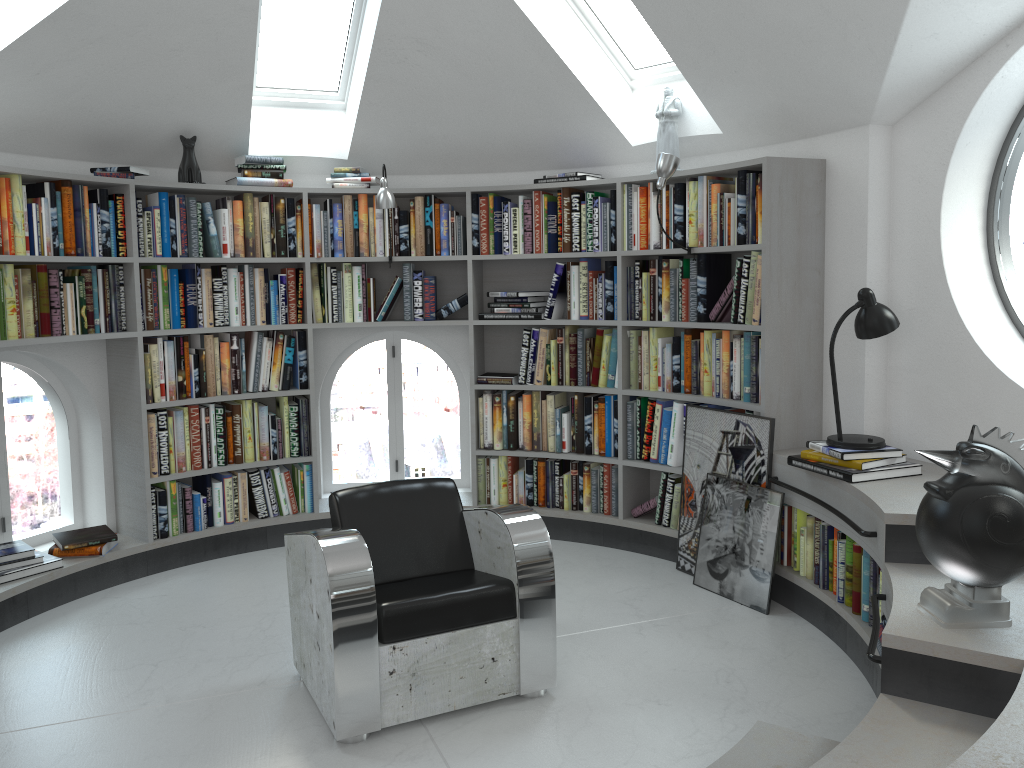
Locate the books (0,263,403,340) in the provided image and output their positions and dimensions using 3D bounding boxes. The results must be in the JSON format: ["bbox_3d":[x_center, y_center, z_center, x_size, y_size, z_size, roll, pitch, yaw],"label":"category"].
[{"bbox_3d":[-1.708,-0.457,4.723,2.532,0.370,0.591,-7,8,-40],"label":"books"}]

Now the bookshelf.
[{"bbox_3d":[-0.903,-0.106,4.446,4.335,1.875,2.113,-3,6,-21],"label":"bookshelf"}]

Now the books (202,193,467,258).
[{"bbox_3d":[-1.020,-0.919,5.179,1.566,0.366,0.395,-3,6,-15],"label":"books"}]

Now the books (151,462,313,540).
[{"bbox_3d":[-1.613,0.631,5.051,1.020,0.305,0.288,-6,7,-36],"label":"books"}]

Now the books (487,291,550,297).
[{"bbox_3d":[0.043,-0.538,5.301,0.269,0.031,0.286,-7,9,-41],"label":"books"}]

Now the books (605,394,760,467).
[{"bbox_3d":[0.977,0.262,4.687,0.304,0.358,1.185,-6,8,-40],"label":"books"}]

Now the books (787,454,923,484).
[{"bbox_3d":[1.431,0.341,3.723,0.366,0.042,0.389,-4,7,-21],"label":"books"}]

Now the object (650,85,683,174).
[{"bbox_3d":[0.822,-1.341,4.688,0.179,0.471,0.179,-2,5,-12],"label":"object"}]

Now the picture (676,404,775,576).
[{"bbox_3d":[1.032,0.559,4.344,0.090,0.861,0.579,-4,6,-31],"label":"picture"}]

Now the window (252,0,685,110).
[{"bbox_3d":[-0.933,-1.866,4.294,4.057,0.711,1.937,-4,7,-21],"label":"window"}]

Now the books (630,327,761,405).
[{"bbox_3d":[1.025,-0.113,4.608,0.276,0.347,1.022,-5,8,-36],"label":"books"}]

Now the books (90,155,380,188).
[{"bbox_3d":[-1.874,-1.113,4.387,0.748,0.173,2.820,4,9,39],"label":"books"}]

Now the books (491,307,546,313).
[{"bbox_3d":[0.045,-0.445,5.309,0.286,0.031,0.270,1,7,14],"label":"books"}]

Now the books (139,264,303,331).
[{"bbox_3d":[-1.655,-0.496,4.991,1.029,0.358,0.301,-6,7,-35],"label":"books"}]

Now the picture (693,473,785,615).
[{"bbox_3d":[1.058,0.739,4.175,0.107,0.554,0.490,-4,6,-30],"label":"picture"}]

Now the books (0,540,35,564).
[{"bbox_3d":[-2.420,0.804,4.219,0.214,0.036,0.227,-7,9,-44],"label":"books"}]

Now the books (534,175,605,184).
[{"bbox_3d":[0.350,-1.165,5.126,0.336,0.036,0.317,3,8,31],"label":"books"}]

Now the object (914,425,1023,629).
[{"bbox_3d":[1.335,0.395,2.542,0.321,0.561,0.320,4,7,42],"label":"object"}]

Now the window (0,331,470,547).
[{"bbox_3d":[-1.683,0.256,5.093,3.235,1.148,0.618,-6,7,-35],"label":"window"}]

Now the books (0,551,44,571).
[{"bbox_3d":[-2.420,0.835,4.221,0.269,0.031,0.286,-7,9,-44],"label":"books"}]

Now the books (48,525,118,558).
[{"bbox_3d":[-2.169,0.806,4.502,0.318,0.099,0.292,-3,7,-19],"label":"books"}]

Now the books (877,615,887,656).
[{"bbox_3d":[1.272,0.917,2.748,0.240,0.167,0.667,1,7,20],"label":"books"}]

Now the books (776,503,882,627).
[{"bbox_3d":[1.411,0.739,3.677,0.272,0.297,1.150,-2,7,-7],"label":"books"}]

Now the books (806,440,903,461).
[{"bbox_3d":[1.430,0.272,3.717,0.269,0.031,0.286,-2,7,-11],"label":"books"}]

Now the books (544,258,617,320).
[{"bbox_3d":[0.463,-0.546,5.093,0.553,0.350,0.256,2,6,25],"label":"books"}]

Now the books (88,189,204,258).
[{"bbox_3d":[-1.971,-0.834,4.682,0.683,0.345,0.265,-7,8,-44],"label":"books"}]

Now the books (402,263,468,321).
[{"bbox_3d":[-0.443,-0.552,5.315,0.399,0.340,0.225,-1,6,-1],"label":"books"}]

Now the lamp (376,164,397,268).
[{"bbox_3d":[-0.722,-0.939,5.005,0.113,0.565,0.358,-2,6,-14],"label":"lamp"}]

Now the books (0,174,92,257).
[{"bbox_3d":[-2.329,-0.772,4.104,0.269,0.372,0.795,1,7,22],"label":"books"}]

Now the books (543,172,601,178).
[{"bbox_3d":[0.349,-1.194,5.124,0.248,0.027,0.233,5,9,41],"label":"books"}]

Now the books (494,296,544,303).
[{"bbox_3d":[0.044,-0.506,5.303,0.227,0.036,0.214,3,8,29],"label":"books"}]

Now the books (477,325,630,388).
[{"bbox_3d":[0.277,-0.169,5.174,0.974,0.351,0.252,2,6,21],"label":"books"}]

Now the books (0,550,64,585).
[{"bbox_3d":[-2.419,0.869,4.224,0.388,0.042,0.366,4,8,35],"label":"books"}]

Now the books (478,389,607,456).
[{"bbox_3d":[0.208,0.207,5.248,0.872,0.350,0.273,1,6,20],"label":"books"}]

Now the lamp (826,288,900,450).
[{"bbox_3d":[1.460,-0.071,3.694,0.322,0.658,0.234,-1,5,-6],"label":"lamp"}]

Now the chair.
[{"bbox_3d":[-0.368,0.778,3.353,0.823,0.717,0.742,-4,7,-26],"label":"chair"}]

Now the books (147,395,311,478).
[{"bbox_3d":[-1.608,0.268,5.033,1.033,0.356,0.293,-6,7,-36],"label":"books"}]

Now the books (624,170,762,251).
[{"bbox_3d":[0.997,-0.878,4.552,0.293,0.361,1.015,-5,8,-38],"label":"books"}]

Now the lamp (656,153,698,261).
[{"bbox_3d":[0.835,-0.875,4.402,0.275,0.524,0.112,-4,6,-30],"label":"lamp"}]

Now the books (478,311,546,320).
[{"bbox_3d":[0.045,-0.412,5.311,0.388,0.042,0.366,1,7,19],"label":"books"}]

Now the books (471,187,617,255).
[{"bbox_3d":[0.206,-0.937,5.144,0.969,0.366,0.306,2,6,22],"label":"books"}]

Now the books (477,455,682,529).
[{"bbox_3d":[0.453,0.584,5.122,1.498,0.310,0.360,3,7,31],"label":"books"}]

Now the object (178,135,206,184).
[{"bbox_3d":[-1.740,-1.208,4.815,0.147,0.264,0.202,-3,6,-24],"label":"object"}]

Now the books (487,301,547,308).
[{"bbox_3d":[0.044,-0.475,5.306,0.286,0.031,0.270,3,8,29],"label":"books"}]

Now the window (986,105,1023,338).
[{"bbox_3d":[2.357,-0.635,3.159,0.104,1.466,1.474,-3,6,-21],"label":"window"}]

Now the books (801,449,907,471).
[{"bbox_3d":[1.431,0.305,3.720,0.286,0.034,0.305,-5,8,-31],"label":"books"}]

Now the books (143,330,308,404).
[{"bbox_3d":[-1.625,-0.115,4.990,0.999,0.350,0.298,-6,8,-37],"label":"books"}]

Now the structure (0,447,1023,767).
[{"bbox_3d":[-0.394,0.798,3.230,4.710,0.691,4.722,2,7,24],"label":"structure"}]

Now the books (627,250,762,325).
[{"bbox_3d":[1.009,-0.495,4.576,0.280,0.357,1.054,-5,8,-35],"label":"books"}]
